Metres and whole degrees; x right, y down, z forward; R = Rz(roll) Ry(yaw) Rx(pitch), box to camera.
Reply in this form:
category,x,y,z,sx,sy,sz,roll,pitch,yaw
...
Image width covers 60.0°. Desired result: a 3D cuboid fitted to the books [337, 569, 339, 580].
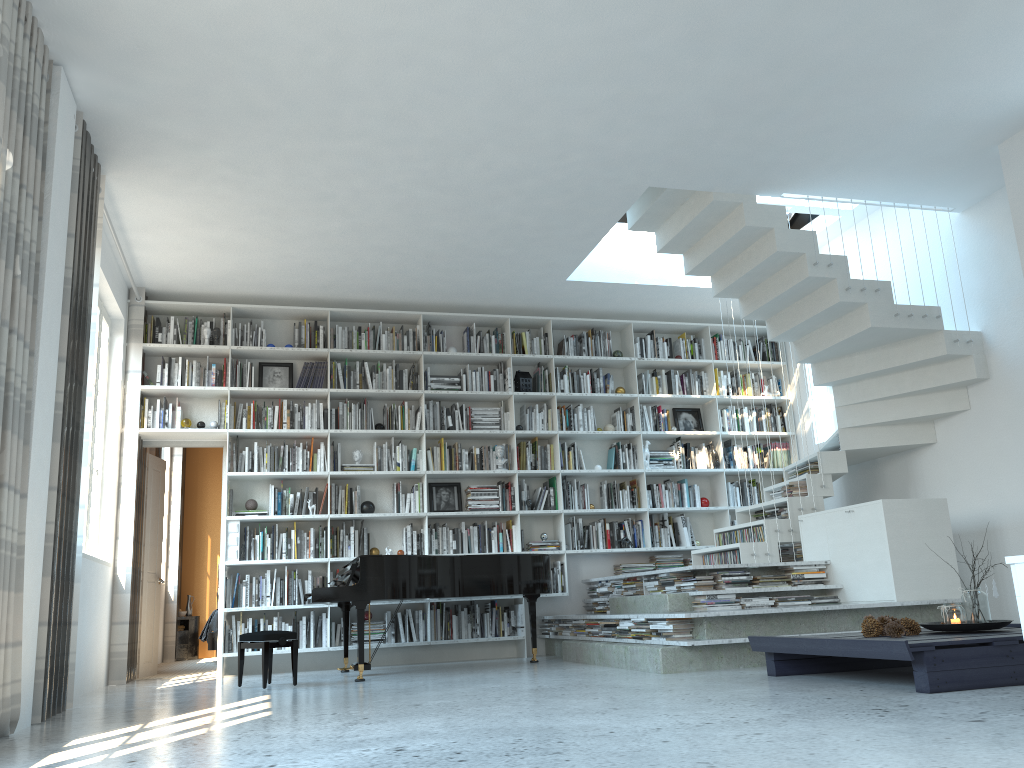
category,x,y,z,sx,sy,sz,roll,pitch,yaw
books,-1.500,1.741,7.623,0.013,0.287,0.161,1,-14,-15

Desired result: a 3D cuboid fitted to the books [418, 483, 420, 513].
category,x,y,z,sx,sy,sz,roll,pitch,yaw
books,-0.847,1.038,7.966,0.011,0.278,0.188,1,-14,-15

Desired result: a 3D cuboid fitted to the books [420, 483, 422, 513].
category,x,y,z,sx,sy,sz,roll,pitch,yaw
books,-0.833,1.038,7.973,0.021,0.281,0.162,1,-14,-15

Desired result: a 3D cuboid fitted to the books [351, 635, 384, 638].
category,x,y,z,sx,sy,sz,roll,pitch,yaw
books,-1.235,2.159,7.584,0.254,0.007,0.161,2,-15,-19

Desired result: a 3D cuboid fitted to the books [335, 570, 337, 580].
category,x,y,z,sx,sy,sz,roll,pitch,yaw
books,-1.511,1.743,7.617,0.010,0.281,0.149,1,-14,-15

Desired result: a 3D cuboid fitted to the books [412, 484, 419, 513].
category,x,y,z,sx,sy,sz,roll,pitch,yaw
books,-0.868,1.045,7.969,0.027,0.269,0.178,1,-14,-15

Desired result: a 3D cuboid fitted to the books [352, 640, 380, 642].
category,x,y,z,sx,sy,sz,roll,pitch,yaw
books,-1.236,2.194,7.582,0.254,0.007,0.161,1,-15,-14

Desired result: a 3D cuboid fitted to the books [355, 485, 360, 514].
category,x,y,z,sx,sy,sz,roll,pitch,yaw
books,-1.363,1.040,7.843,0.028,0.265,0.145,1,-14,-15

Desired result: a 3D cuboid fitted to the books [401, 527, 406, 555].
category,x,y,z,sx,sy,sz,roll,pitch,yaw
books,-0.960,1.407,7.860,0.012,0.253,0.161,1,-14,-15

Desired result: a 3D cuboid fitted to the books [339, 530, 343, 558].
category,x,y,z,sx,sy,sz,roll,pitch,yaw
books,-1.491,1.397,7.702,0.042,0.247,0.163,1,-14,-15

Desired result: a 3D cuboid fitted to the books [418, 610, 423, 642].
category,x,y,z,sx,sy,sz,roll,pitch,yaw
books,-0.805,2.100,7.699,0.024,0.259,0.190,1,-14,-15

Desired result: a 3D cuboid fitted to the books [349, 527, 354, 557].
category,x,y,z,sx,sy,sz,roll,pitch,yaw
books,-1.400,1.387,7.726,0.027,0.268,0.185,1,-14,-15

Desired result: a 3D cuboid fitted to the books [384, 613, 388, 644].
category,x,y,z,sx,sy,sz,roll,pitch,yaw
books,-1.087,2.100,7.632,0.012,0.253,0.161,1,-14,-15

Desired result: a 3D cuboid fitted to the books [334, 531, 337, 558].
category,x,y,z,sx,sy,sz,roll,pitch,yaw
books,-1.537,1.400,7.688,0.030,0.238,0.157,1,-14,-15

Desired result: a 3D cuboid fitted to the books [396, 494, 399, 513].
category,x,y,z,sx,sy,sz,roll,pitch,yaw
books,-1.032,1.082,7.913,0.025,0.185,0.154,1,-14,-15

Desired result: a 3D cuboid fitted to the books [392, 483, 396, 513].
category,x,y,z,sx,sy,sz,roll,pitch,yaw
books,-1.053,1.035,7.924,0.012,0.284,0.160,1,-14,-15

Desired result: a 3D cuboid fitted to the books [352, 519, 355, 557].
category,x,y,z,sx,sy,sz,roll,pitch,yaw
books,-1.389,1.360,7.763,0.013,0.338,0.138,1,-14,-15

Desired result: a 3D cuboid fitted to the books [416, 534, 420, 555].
category,x,y,z,sx,sy,sz,roll,pitch,yaw
books,-0.849,1.441,7.894,0.031,0.194,0.142,1,-14,-15

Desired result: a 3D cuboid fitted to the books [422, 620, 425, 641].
category,x,y,z,sx,sy,sz,roll,pitch,yaw
books,-0.784,2.143,7.712,0.024,0.179,0.172,1,-14,-15

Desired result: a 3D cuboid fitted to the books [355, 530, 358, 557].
category,x,y,z,sx,sy,sz,roll,pitch,yaw
books,-1.365,1.406,7.749,0.029,0.240,0.136,1,-14,-15

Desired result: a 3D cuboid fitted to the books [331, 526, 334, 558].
category,x,y,z,sx,sy,sz,roll,pitch,yaw
books,-1.560,1.379,7.691,0.013,0.282,0.147,1,-14,-15

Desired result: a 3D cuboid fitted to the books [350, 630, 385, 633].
category,x,y,z,sx,sy,sz,roll,pitch,yaw
books,-1.239,2.121,7.603,0.285,0.007,0.160,1,-15,-15

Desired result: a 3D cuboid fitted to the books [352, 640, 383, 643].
category,x,y,z,sx,sy,sz,roll,pitch,yaw
books,-1.237,2.201,7.582,0.254,0.007,0.161,1,-15,-15

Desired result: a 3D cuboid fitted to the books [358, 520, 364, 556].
category,x,y,z,sx,sy,sz,roll,pitch,yaw
books,-1.325,1.361,7.755,0.050,0.327,0.167,1,-14,-15

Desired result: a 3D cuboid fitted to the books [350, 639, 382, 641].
category,x,y,z,sx,sy,sz,roll,pitch,yaw
books,-1.235,2.186,7.577,0.285,0.007,0.160,2,-15,-19

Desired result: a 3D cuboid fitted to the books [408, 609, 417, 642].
category,x,y,z,sx,sy,sz,roll,pitch,yaw
books,-0.881,2.095,7.698,0.073,0.275,0.181,1,-14,-15

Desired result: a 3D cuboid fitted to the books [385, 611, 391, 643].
category,x,y,z,sx,sy,sz,roll,pitch,yaw
books,-1.070,2.099,7.653,0.031,0.265,0.145,1,-14,-15

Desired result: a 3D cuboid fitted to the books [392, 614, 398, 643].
category,x,y,z,sx,sy,sz,roll,pitch,yaw
books,-1.012,2.113,7.665,0.028,0.237,0.136,1,-14,-15

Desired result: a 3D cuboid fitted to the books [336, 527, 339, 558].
category,x,y,z,sx,sy,sz,roll,pitch,yaw
books,-1.515,1.382,7.690,0.012,0.271,0.181,1,-14,-15

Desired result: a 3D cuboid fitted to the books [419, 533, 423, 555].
category,x,y,z,sx,sy,sz,roll,pitch,yaw
books,-0.820,1.435,7.889,0.024,0.200,0.159,1,-14,-15

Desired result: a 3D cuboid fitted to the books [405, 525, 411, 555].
category,x,y,z,sx,sy,sz,roll,pitch,yaw
books,-0.924,1.398,7.861,0.027,0.268,0.159,1,-14,-15

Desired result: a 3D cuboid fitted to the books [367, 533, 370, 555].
category,x,y,z,sx,sy,sz,roll,pitch,yaw
books,-1.265,1.421,7.771,0.023,0.211,0.160,1,-14,-15

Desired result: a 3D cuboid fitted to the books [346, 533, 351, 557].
category,x,y,z,sx,sy,sz,roll,pitch,yaw
books,-1.423,1.414,7.716,0.021,0.214,0.172,1,-14,-15

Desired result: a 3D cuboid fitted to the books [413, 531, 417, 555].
category,x,y,z,sx,sy,sz,roll,pitch,yaw
books,-0.874,1.422,7.870,0.029,0.220,0.153,1,-14,-15

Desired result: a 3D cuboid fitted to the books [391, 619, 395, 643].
category,x,y,z,sx,sy,sz,roll,pitch,yaw
books,-1.036,2.127,7.642,0.029,0.201,0.178,1,-14,-15

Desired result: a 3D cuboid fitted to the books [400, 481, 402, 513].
category,x,y,z,sx,sy,sz,roll,pitch,yaw
books,-1.008,1.030,7.942,0.012,0.297,0.166,1,-14,-15

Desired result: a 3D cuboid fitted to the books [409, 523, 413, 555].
category,x,y,z,sx,sy,sz,roll,pitch,yaw
books,-0.898,1.390,7.881,0.014,0.290,0.132,1,-14,-15

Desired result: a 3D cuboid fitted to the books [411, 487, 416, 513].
category,x,y,z,sx,sy,sz,roll,pitch,yaw
books,-0.885,1.055,7.954,0.012,0.244,0.171,1,-14,-15

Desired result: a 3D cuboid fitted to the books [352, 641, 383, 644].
category,x,y,z,sx,sy,sz,roll,pitch,yaw
books,-1.234,2.206,7.572,0.254,0.007,0.161,0,-15,-12

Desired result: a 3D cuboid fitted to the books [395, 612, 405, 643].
category,x,y,z,sx,sy,sz,roll,pitch,yaw
books,-0.967,2.104,7.668,0.062,0.252,0.178,1,-14,-15

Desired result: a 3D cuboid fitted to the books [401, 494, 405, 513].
category,x,y,z,sx,sy,sz,roll,pitch,yaw
books,-0.986,1.088,7.940,0.030,0.182,0.155,1,-14,-15

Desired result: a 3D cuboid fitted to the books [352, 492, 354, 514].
category,x,y,z,sx,sy,sz,roll,pitch,yaw
books,-1.404,1.064,7.814,0.011,0.207,0.180,1,-14,-15

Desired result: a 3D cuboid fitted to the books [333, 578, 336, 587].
category,x,y,z,sx,sy,sz,roll,pitch,yaw
books,-1.527,1.776,7.606,0.026,0.212,0.140,1,-14,-15

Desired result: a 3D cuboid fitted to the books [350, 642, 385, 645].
category,x,y,z,sx,sy,sz,roll,pitch,yaw
books,-1.236,2.215,7.580,0.285,0.007,0.160,1,-15,-15

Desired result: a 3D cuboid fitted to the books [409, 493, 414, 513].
category,x,y,z,sx,sy,sz,roll,pitch,yaw
books,-0.903,1.085,7.953,0.024,0.187,0.173,1,-14,-15

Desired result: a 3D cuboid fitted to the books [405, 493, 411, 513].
category,x,y,z,sx,sy,sz,roll,pitch,yaw
books,-0.941,1.083,7.938,0.057,0.188,0.156,1,-14,-15

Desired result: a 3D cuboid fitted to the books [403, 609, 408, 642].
category,x,y,z,sx,sy,sz,roll,pitch,yaw
books,-0.919,2.092,7.674,0.012,0.274,0.180,1,-14,-15

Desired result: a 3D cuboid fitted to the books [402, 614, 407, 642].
category,x,y,z,sx,sy,sz,roll,pitch,yaw
books,-0.931,2.114,7.673,0.011,0.231,0.174,1,-14,-15

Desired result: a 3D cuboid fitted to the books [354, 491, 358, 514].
category,x,y,z,sx,sy,sz,roll,pitch,yaw
books,-1.385,1.060,7.816,0.028,0.215,0.175,1,-14,-15

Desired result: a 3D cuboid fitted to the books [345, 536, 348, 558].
category,x,y,z,sx,sy,sz,roll,pitch,yaw
books,-1.446,1.424,7.712,0.024,0.195,0.157,1,-14,-15

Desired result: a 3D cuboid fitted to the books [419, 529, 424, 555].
category,x,y,z,sx,sy,sz,roll,pitch,yaw
books,-0.807,1.422,7.924,0.019,0.241,0.107,1,-14,-15

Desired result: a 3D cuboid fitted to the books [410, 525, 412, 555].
category,x,y,z,sx,sy,sz,roll,pitch,yaw
books,-0.910,1.398,7.880,0.010,0.276,0.156,1,-14,-15

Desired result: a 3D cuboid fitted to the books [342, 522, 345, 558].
category,x,y,z,sx,sy,sz,roll,pitch,yaw
books,-1.466,1.365,7.716,0.014,0.312,0.166,1,-14,-15

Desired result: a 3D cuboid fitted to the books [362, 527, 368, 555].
category,x,y,z,sx,sy,sz,roll,pitch,yaw
books,-1.286,1.393,7.756,0.027,0.260,0.164,1,-14,-15

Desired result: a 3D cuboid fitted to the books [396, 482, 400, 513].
category,x,y,z,sx,sy,sz,roll,pitch,yaw
books,-1.020,1.034,7.941,0.011,0.291,0.156,1,-14,-15

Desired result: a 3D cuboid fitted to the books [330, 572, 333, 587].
category,x,y,z,sx,sy,sz,roll,pitch,yaw
books,-1.553,1.751,7.611,0.023,0.265,0.134,1,-14,-15

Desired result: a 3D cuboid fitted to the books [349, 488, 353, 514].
category,x,y,z,sx,sy,sz,roll,pitch,yaw
books,-1.429,1.050,7.832,0.028,0.247,0.143,1,-14,-15

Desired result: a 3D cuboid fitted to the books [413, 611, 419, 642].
category,x,y,z,sx,sy,sz,roll,pitch,yaw
books,-0.836,2.108,7.722,0.025,0.258,0.133,1,-14,-15

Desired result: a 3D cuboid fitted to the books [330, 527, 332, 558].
category,x,y,z,sx,sy,sz,roll,pitch,yaw
books,-1.575,1.385,7.695,0.013,0.275,0.147,1,-14,-15

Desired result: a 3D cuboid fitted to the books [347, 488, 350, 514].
category,x,y,z,sx,sy,sz,roll,pitch,yaw
books,-1.445,1.047,7.811,0.014,0.243,0.153,1,-14,-15
